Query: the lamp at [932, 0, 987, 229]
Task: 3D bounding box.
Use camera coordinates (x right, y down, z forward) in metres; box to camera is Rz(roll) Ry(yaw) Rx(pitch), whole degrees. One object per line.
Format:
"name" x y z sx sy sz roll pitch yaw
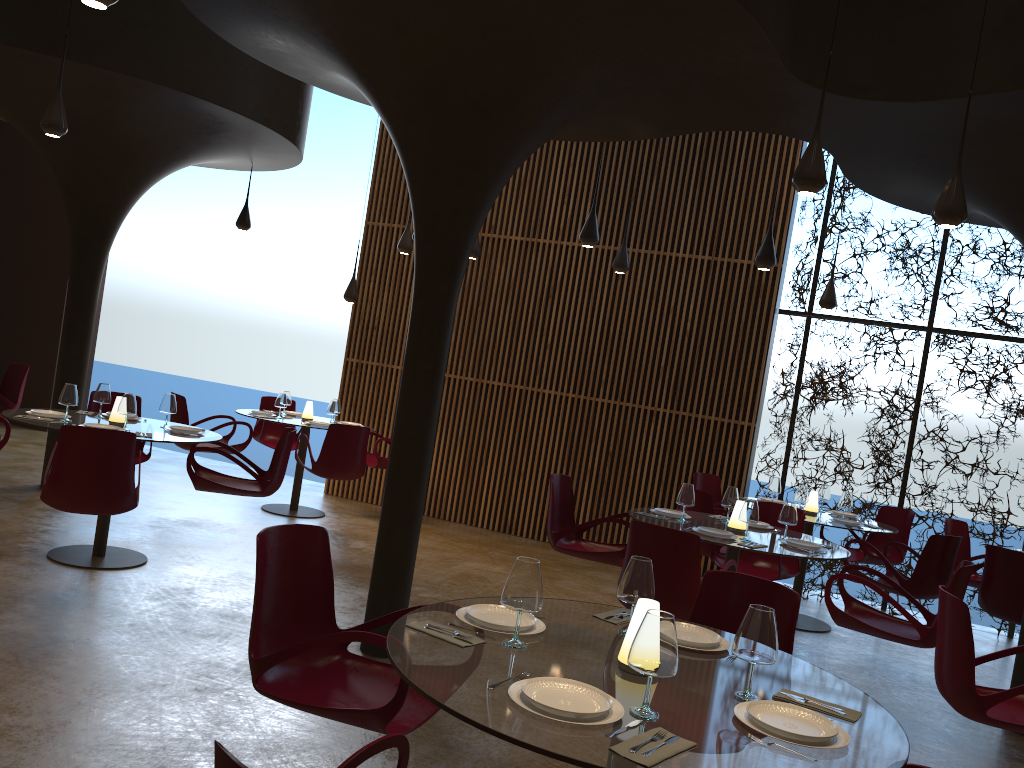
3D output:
"lamp" 3.102 -4.044 5.211 0.196 6.282 0.195 8 2 -36

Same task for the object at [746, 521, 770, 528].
"object" 1.988 1.150 7.307 0.263 0.029 0.263 9 0 20

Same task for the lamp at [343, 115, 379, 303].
"lamp" -1.607 -4.156 11.382 0.196 6.282 0.195 9 2 -6

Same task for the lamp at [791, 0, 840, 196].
"lamp" 2.179 -4.188 4.971 0.196 6.282 0.195 8 2 -36

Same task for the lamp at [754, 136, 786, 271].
"lamp" 2.728 -4.119 7.779 0.196 6.282 0.195 8 2 -26

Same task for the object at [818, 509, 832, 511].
"object" 3.413 1.378 9.669 0.262 0.017 0.126 9 0 -24

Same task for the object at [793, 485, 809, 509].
"object" 2.857 1.149 8.770 0.141 0.295 0.142 10 2 35

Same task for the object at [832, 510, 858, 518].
"object" 3.521 1.379 9.386 0.263 0.029 0.262 9 0 -34

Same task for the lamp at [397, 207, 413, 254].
"lamp" -0.833 -4.704 10.790 0.195 6.282 0.196 10 2 27

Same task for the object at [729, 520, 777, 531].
"object" 1.990 1.161 7.305 0.410 0.012 0.204 9 0 32

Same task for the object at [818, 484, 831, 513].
"object" 3.322 1.219 9.454 0.141 0.295 0.142 10 2 31

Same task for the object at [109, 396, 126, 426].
"object" -3.255 0.221 7.350 0.144 0.232 0.142 9 2 12

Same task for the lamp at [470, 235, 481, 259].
"lamp" 0.020 -4.565 10.224 0.195 6.282 0.196 10 2 27

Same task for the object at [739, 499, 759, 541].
"object" 1.716 0.984 6.428 0.142 0.295 0.142 9 2 -6

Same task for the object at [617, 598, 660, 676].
"object" 0.436 0.834 2.944 0.144 0.232 0.142 9 1 -6

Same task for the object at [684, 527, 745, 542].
"object" 1.463 1.084 6.402 0.410 0.012 0.204 9 0 35

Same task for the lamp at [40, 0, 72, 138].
"lamp" -3.090 -5.036 6.809 0.195 6.282 0.196 10 2 24

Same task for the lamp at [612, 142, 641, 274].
"lamp" 1.653 -4.301 9.469 0.196 6.282 0.195 9 2 -6

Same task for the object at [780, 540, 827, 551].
"object" 2.135 1.188 6.501 0.332 0.014 0.331 9 0 1

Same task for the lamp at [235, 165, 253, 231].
"lamp" -2.900 -5.033 11.061 0.196 6.282 0.195 9 2 -6

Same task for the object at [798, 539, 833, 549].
"object" 2.299 1.220 6.754 0.261 0.017 0.126 9 0 30

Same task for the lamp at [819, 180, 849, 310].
"lamp" 4.003 -3.930 9.788 0.195 6.282 0.196 11 3 44

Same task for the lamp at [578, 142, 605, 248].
"lamp" 1.188 -4.365 8.053 0.196 6.282 0.195 8 2 -26

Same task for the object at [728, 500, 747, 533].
"object" 1.751 1.018 6.837 0.145 0.232 0.142 8 2 -26

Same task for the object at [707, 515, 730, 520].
"object" 1.755 1.129 7.498 0.126 0.017 0.262 9 0 36

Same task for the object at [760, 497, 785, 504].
"object" 2.814 1.266 9.588 0.263 0.029 0.263 9 0 -9

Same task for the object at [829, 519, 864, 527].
"object" 3.249 1.351 8.611 0.331 0.014 0.332 9 0 12

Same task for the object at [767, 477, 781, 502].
"object" 2.768 1.131 9.361 0.141 0.295 0.142 10 2 18

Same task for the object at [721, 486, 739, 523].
"object" 1.782 0.989 7.255 0.142 0.295 0.141 8 2 -33

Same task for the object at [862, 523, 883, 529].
"object" 3.515 1.400 8.747 0.126 0.017 0.261 9 0 -30

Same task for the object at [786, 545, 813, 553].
"object" 2.133 1.189 6.497 0.204 0.012 0.411 9 0 26

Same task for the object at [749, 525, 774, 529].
"object" 1.987 1.159 7.307 0.332 0.014 0.331 9 1 -44

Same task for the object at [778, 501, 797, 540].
"object" 2.088 1.041 6.719 0.142 0.295 0.142 9 2 7

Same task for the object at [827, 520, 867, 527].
"object" 3.245 1.352 8.608 0.411 0.012 0.204 9 0 -34

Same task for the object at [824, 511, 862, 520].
"object" 3.521 1.391 9.383 0.204 0.012 0.410 9 0 -28

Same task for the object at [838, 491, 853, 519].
"object" 3.321 1.222 8.834 0.142 0.295 0.141 8 2 -31

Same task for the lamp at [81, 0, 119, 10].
"lamp" -1.304 -4.732 3.707 0.196 6.282 0.195 8 2 -36

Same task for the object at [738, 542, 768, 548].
"object" 1.683 1.126 6.194 0.126 0.017 0.262 9 0 40

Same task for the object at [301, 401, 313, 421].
"object" -2.465 0.324 10.743 0.142 0.232 0.144 9 1 4

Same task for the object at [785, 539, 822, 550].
"object" 2.136 1.179 6.501 0.263 0.029 0.263 9 0 21

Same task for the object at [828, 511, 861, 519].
"object" 3.519 1.389 9.386 0.331 0.014 0.332 9 0 11

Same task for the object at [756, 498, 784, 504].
"object" 2.813 1.276 9.589 0.332 0.014 0.331 9 0 0

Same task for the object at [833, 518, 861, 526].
"object" 3.250 1.342 8.611 0.263 0.029 0.263 9 0 12

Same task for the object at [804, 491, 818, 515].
"object" 3.088 1.215 9.105 0.144 0.232 0.142 9 2 -16

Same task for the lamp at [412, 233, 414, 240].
"lamp" -0.528 -4.648 9.717 0.196 6.282 0.195 7 3 -43

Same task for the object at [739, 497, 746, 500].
"object" 2.535 1.240 9.474 0.126 0.017 0.261 9 0 -26
